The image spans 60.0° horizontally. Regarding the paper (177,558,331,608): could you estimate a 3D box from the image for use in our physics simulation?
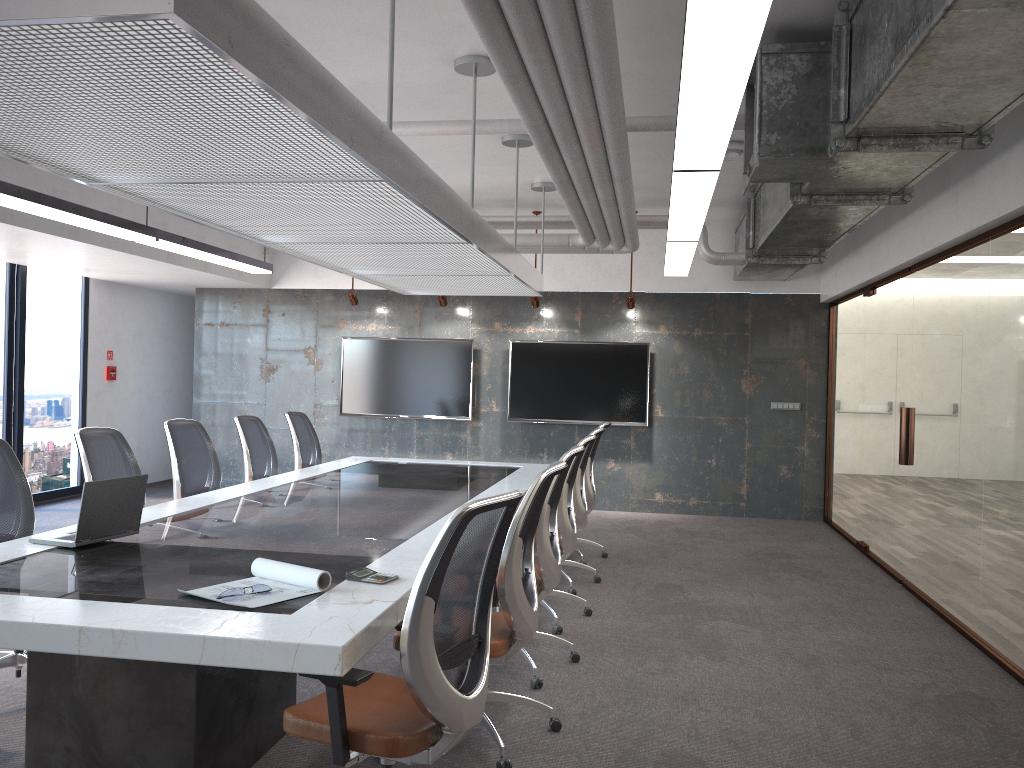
[{"bbox_3d":[-0.887,0.683,3.070,0.348,0.069,0.379,2,0,35],"label":"paper"}]

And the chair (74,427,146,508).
[{"bbox_3d":[-2.071,0.841,5.074,0.828,1.166,0.789,1,0,-27],"label":"chair"}]

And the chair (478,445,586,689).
[{"bbox_3d":[-0.032,0.895,4.654,0.828,1.166,0.789,1,0,-27],"label":"chair"}]

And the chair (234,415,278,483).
[{"bbox_3d":[-1.770,0.836,6.945,0.828,1.166,0.789,1,0,-27],"label":"chair"}]

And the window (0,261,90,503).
[{"bbox_3d":[-5.771,-0.029,5.873,0.121,2.670,9.225,2,0,9],"label":"window"}]

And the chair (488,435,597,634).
[{"bbox_3d":[0.119,0.893,5.589,0.828,1.166,0.789,1,0,-27],"label":"chair"}]

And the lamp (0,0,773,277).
[{"bbox_3d":[-0.920,-1.453,5.233,4.126,0.908,6.097,2,0,9],"label":"lamp"}]

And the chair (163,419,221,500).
[{"bbox_3d":[-1.992,0.836,6.124,0.828,1.166,0.789,1,0,-21],"label":"chair"}]

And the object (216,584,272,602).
[{"bbox_3d":[-0.888,0.699,2.981,0.200,0.036,0.049,1,1,-44],"label":"object"}]

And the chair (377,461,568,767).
[{"bbox_3d":[-0.183,0.897,3.718,0.828,1.166,0.789,1,0,-27],"label":"chair"}]

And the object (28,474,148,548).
[{"bbox_3d":[-1.863,0.545,3.914,0.308,0.277,0.366,2,0,19],"label":"object"}]

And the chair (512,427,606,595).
[{"bbox_3d":[0.269,0.891,6.525,0.828,1.166,0.789,1,0,-27],"label":"chair"}]

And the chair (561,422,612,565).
[{"bbox_3d":[0.420,0.889,7.461,0.828,1.166,0.789,1,0,-27],"label":"chair"}]

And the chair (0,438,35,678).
[{"bbox_3d":[-2.289,0.841,4.147,0.828,1.166,0.789,1,0,-16],"label":"chair"}]

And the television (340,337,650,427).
[{"bbox_3d":[-0.245,-0.043,10.412,3.667,0.960,0.101,2,0,9],"label":"television"}]

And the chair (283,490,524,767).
[{"bbox_3d":[-0.382,0.898,2.792,0.828,1.166,0.789,1,0,-11],"label":"chair"}]

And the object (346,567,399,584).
[{"bbox_3d":[-0.517,0.710,3.290,0.161,0.026,0.126,2,0,23],"label":"object"}]

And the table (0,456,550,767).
[{"bbox_3d":[-0.979,1.071,5.337,1.898,0.745,5.498,2,0,9],"label":"table"}]

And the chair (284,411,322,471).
[{"bbox_3d":[-1.619,0.834,7.881,0.828,1.166,0.789,1,0,-27],"label":"chair"}]
